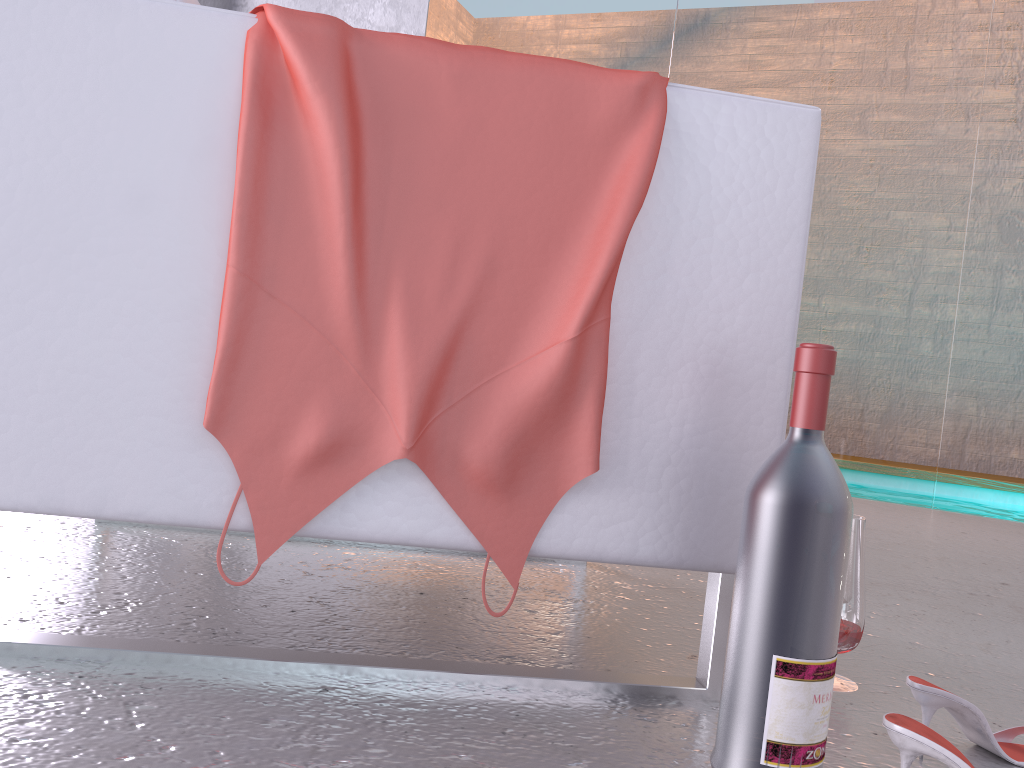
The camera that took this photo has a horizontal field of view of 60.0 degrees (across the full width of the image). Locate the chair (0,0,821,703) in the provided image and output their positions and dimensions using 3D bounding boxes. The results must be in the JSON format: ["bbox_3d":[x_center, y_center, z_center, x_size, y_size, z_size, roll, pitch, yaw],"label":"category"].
[{"bbox_3d":[-0.218,-0.070,1.415,1.026,0.808,0.936,6,1,-8],"label":"chair"}]

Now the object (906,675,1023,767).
[{"bbox_3d":[0.547,0.383,1.013,0.235,0.087,0.079,6,1,-11],"label":"object"}]

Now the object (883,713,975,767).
[{"bbox_3d":[0.467,0.376,0.835,0.235,0.087,0.079,7,1,0],"label":"object"}]

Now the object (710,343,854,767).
[{"bbox_3d":[0.274,0.177,0.871,0.109,0.435,0.109,6,1,-41],"label":"object"}]

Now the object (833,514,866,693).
[{"bbox_3d":[0.444,0.296,1.227,0.091,0.233,0.091,6,1,-40],"label":"object"}]

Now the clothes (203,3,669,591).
[{"bbox_3d":[-0.096,-0.088,1.050,0.574,0.604,0.254,6,1,-8],"label":"clothes"}]
